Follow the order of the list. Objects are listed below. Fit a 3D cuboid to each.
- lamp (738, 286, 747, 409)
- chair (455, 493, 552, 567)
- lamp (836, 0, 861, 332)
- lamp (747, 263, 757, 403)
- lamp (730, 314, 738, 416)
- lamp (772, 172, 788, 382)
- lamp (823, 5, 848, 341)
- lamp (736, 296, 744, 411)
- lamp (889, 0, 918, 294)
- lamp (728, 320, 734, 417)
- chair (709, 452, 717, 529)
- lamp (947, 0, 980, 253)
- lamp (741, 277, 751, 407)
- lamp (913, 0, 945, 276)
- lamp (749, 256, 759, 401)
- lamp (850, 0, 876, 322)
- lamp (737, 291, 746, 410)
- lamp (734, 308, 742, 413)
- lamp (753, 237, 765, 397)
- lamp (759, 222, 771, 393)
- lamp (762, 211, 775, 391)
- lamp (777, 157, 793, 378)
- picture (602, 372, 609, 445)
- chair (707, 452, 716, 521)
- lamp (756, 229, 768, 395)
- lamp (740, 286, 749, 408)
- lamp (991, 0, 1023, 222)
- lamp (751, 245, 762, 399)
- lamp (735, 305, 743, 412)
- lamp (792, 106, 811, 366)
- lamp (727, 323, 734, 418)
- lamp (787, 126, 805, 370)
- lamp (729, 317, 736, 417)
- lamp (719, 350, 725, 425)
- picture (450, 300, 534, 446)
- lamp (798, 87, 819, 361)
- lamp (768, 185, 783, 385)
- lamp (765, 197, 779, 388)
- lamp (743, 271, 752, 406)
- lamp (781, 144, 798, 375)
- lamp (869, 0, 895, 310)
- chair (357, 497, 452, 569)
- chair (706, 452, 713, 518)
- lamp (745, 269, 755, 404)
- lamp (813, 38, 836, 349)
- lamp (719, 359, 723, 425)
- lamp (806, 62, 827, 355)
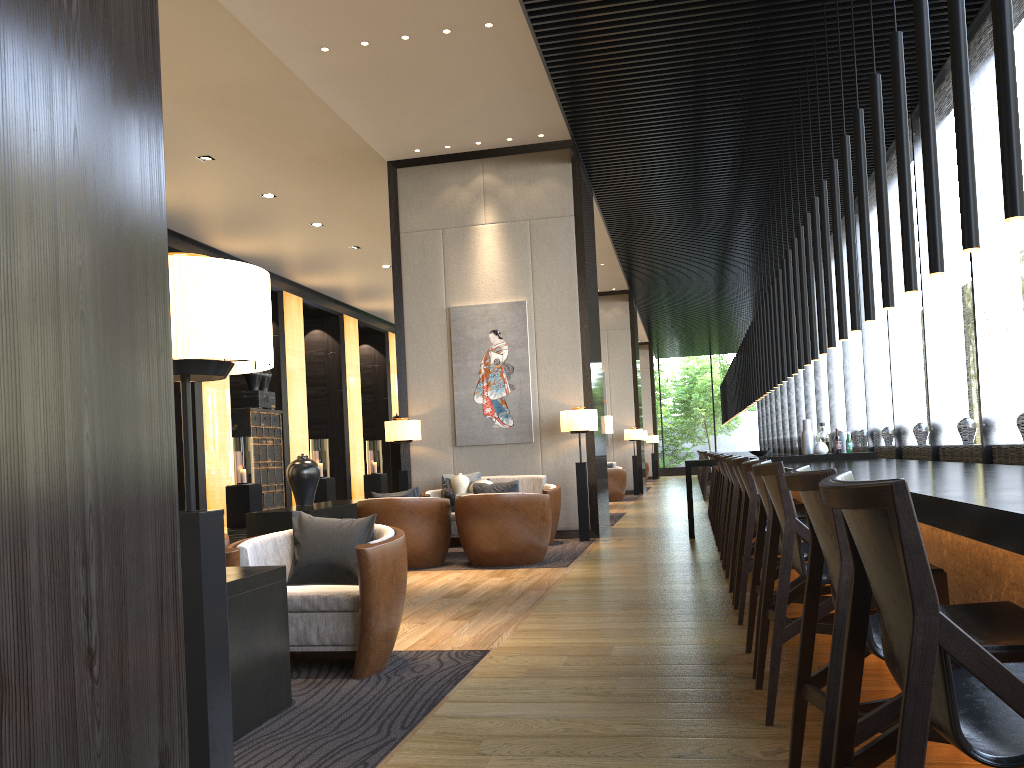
[{"bbox_3d":[4.401,-0.724,16.937,0.060,2.416,0.060,-2,-1,-24],"label":"lamp"},{"bbox_3d":[-0.084,1.185,7.256,0.804,0.603,0.607,-4,-3,11],"label":"chair"},{"bbox_3d":[2.151,-1.543,5.715,0.060,2.416,0.060,-3,-1,6],"label":"lamp"},{"bbox_3d":[3.912,-0.903,14.497,0.060,2.416,0.060,-3,-1,6],"label":"lamp"},{"bbox_3d":[5.080,-0.477,20.326,0.060,2.416,0.060,-2,-1,-24],"label":"lamp"},{"bbox_3d":[3.003,-1.233,9.967,0.060,2.416,0.060,-3,-1,6],"label":"lamp"},{"bbox_3d":[2.245,-1.509,6.184,0.060,2.416,0.060,-3,-1,16],"label":"lamp"},{"bbox_3d":[4.582,-0.658,17.841,0.060,2.416,0.060,-2,-1,-24],"label":"lamp"},{"bbox_3d":[1.867,-1.647,4.301,0.060,2.416,0.060,-3,-1,16],"label":"lamp"},{"bbox_3d":[5.281,-0.404,21.327,0.060,2.416,0.060,-2,-1,-24],"label":"lamp"},{"bbox_3d":[2.459,1.156,9.762,0.563,0.826,0.526,-3,-2,11],"label":"chair"},{"bbox_3d":[1.685,-1.713,3.393,0.060,2.416,0.060,-3,-1,6],"label":"lamp"},{"bbox_3d":[4.213,-0.793,16.002,0.060,2.416,0.060,-2,-1,-24],"label":"lamp"},{"bbox_3d":[1.778,-1.679,3.856,0.060,2.416,0.060,-3,-1,6],"label":"lamp"},{"bbox_3d":[3.811,-0.939,13.997,0.060,2.416,0.060,-3,-1,6],"label":"lamp"},{"bbox_3d":[2.061,-1.576,5.270,0.060,2.416,0.060,-3,-1,16],"label":"lamp"},{"bbox_3d":[4.491,-0.692,17.385,0.060,2.416,0.060,-2,-1,-24],"label":"lamp"},{"bbox_3d":[4.765,-0.592,18.754,0.060,2.416,0.060,-2,-1,-24],"label":"lamp"},{"bbox_3d":[3.611,-1.012,12.997,0.060,2.416,0.060,-3,-1,6],"label":"lamp"},{"bbox_3d":[3.406,-1.086,11.978,0.060,2.416,0.060,-3,-1,6],"label":"lamp"},{"bbox_3d":[3.307,-1.123,11.480,0.060,2.416,0.060,-3,-1,6],"label":"lamp"},{"bbox_3d":[2.895,-1.273,9.427,0.060,2.416,0.060,-3,-1,6],"label":"lamp"},{"bbox_3d":[1.539,0.533,18.196,0.835,1.499,0.037,-3,-1,11],"label":"picture"},{"bbox_3d":[2.658,1.229,10.755,0.563,0.826,0.526,-3,-2,11],"label":"chair"},{"bbox_3d":[3.510,-1.049,12.493,0.060,2.416,0.060,-3,-1,6],"label":"lamp"},{"bbox_3d":[4.313,-0.756,16.499,0.060,2.416,0.060,-2,-1,-24],"label":"lamp"},{"bbox_3d":[1.594,-1.746,2.939,0.060,2.416,0.060,-3,-1,6],"label":"lamp"},{"bbox_3d":[3.712,-0.975,13.499,0.060,2.416,0.060,-3,-1,6],"label":"lamp"},{"bbox_3d":[4.685,-0.621,18.353,0.060,2.416,0.060,-2,-1,-24],"label":"lamp"},{"bbox_3d":[2.616,-1.374,8.036,0.060,2.416,0.060,-3,-1,6],"label":"lamp"},{"bbox_3d":[5.384,-0.366,21.842,0.060,2.416,0.060,-2,-1,-24],"label":"lamp"},{"bbox_3d":[2.707,-1.341,8.492,0.060,2.416,0.060,-3,-1,6],"label":"lamp"},{"bbox_3d":[5.181,-0.440,20.829,0.060,2.416,0.060,-2,-1,-24],"label":"lamp"},{"bbox_3d":[6.583,0.070,27.820,0.060,2.416,0.060,-3,-1,16],"label":"lamp"},{"bbox_3d":[-0.219,-0.107,9.429,0.835,1.499,0.037,-3,-1,11],"label":"picture"},{"bbox_3d":[2.526,-1.407,7.588,0.060,2.416,0.060,-3,-1,6],"label":"lamp"},{"bbox_3d":[3.105,-1.196,10.473,0.060,2.416,0.060,-3,-1,6],"label":"lamp"},{"bbox_3d":[3.206,-1.159,10.977,0.060,2.416,0.060,-3,-1,6],"label":"lamp"},{"bbox_3d":[4.113,-0.829,15.504,0.060,2.416,0.060,-2,-1,-24],"label":"lamp"},{"bbox_3d":[2.810,-1.303,9.004,0.060,2.416,0.060,-3,-1,6],"label":"lamp"},{"bbox_3d":[1.964,-1.611,4.785,0.060,2.416,0.060,-3,-1,6],"label":"lamp"},{"bbox_3d":[-0.922,1.240,7.423,0.804,0.603,0.607,-4,-3,11],"label":"chair"},{"bbox_3d":[2.771,1.270,11.319,0.563,0.826,0.526,-3,-2,11],"label":"chair"},{"bbox_3d":[4.013,-0.866,15.001,0.060,2.416,0.060,-3,-1,6],"label":"lamp"},{"bbox_3d":[2.343,-1.473,6.676,0.060,2.416,0.060,-3,-1,6],"label":"lamp"},{"bbox_3d":[6.684,0.107,28.324,0.060,2.416,0.060,-3,-1,16],"label":"lamp"},{"bbox_3d":[2.431,-1.441,7.112,0.060,2.416,0.060,-3,-1,6],"label":"lamp"}]
